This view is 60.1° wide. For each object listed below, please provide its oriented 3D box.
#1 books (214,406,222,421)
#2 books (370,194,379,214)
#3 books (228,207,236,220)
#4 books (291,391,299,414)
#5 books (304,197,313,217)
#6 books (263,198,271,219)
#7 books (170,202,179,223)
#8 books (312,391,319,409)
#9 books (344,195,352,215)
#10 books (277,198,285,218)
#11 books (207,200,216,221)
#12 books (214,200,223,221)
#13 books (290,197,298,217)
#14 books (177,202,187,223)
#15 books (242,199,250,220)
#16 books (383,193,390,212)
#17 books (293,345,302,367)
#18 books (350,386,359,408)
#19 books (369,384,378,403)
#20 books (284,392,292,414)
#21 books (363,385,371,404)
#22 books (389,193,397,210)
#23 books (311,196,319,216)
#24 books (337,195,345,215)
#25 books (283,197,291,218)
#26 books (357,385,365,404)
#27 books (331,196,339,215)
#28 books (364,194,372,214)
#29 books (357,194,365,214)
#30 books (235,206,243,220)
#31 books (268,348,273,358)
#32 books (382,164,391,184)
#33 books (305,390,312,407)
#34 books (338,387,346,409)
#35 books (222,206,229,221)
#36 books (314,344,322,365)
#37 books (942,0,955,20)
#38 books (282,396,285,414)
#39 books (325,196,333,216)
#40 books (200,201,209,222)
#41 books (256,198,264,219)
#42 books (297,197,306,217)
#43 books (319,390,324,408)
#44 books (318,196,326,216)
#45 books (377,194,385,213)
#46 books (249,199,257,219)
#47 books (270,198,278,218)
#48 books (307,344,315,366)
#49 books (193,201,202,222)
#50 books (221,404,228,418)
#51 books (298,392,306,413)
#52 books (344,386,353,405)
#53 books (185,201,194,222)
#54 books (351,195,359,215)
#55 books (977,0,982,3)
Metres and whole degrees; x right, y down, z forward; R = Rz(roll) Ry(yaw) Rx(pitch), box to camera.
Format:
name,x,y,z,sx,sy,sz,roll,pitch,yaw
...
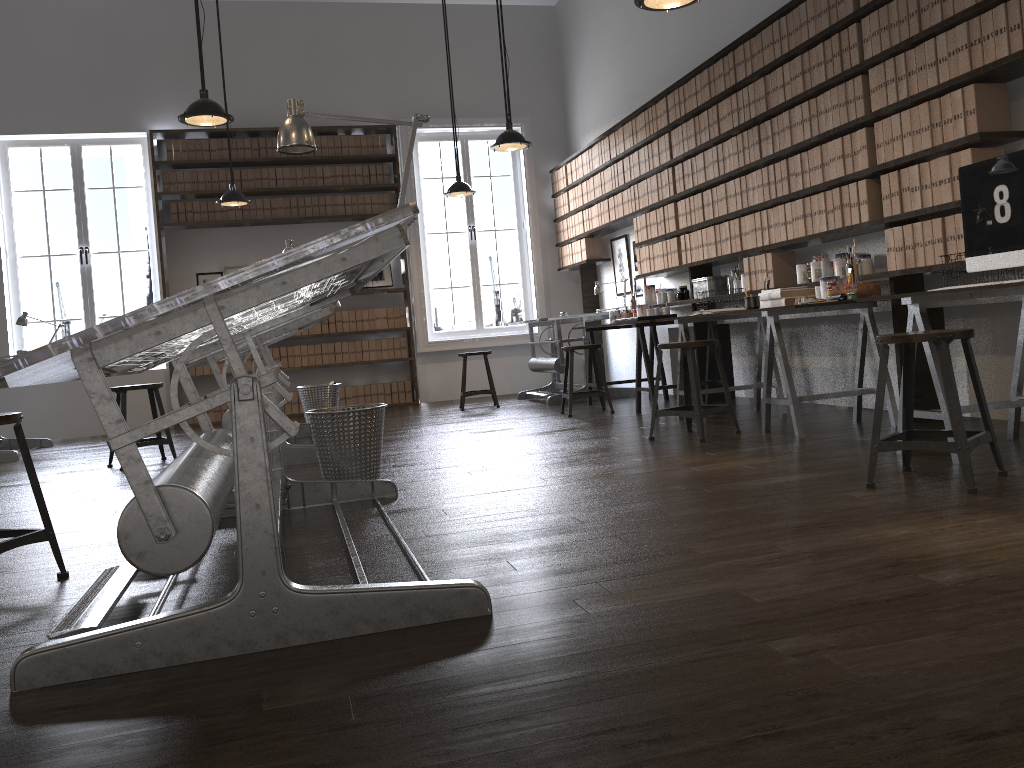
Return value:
name,x,y,z,sx,sy,sz,roll,pitch,yaw
books,-3.028,0.267,9.121,0.067,0.225,0.174,-5,1,-14
books,-1.488,-1.925,9.559,0.067,0.225,0.174,-5,1,-14
books,-2.907,-1.787,9.196,0.067,0.225,0.174,-5,1,-14
books,-2.284,0.194,9.311,0.067,0.225,0.174,-5,1,-14
books,-2.158,-1.860,9.388,0.067,0.225,0.174,-5,1,-14
books,-2.564,-1.820,9.281,0.067,0.225,0.174,-5,1,-14
books,-3.448,-1.734,9.060,0.067,0.225,0.174,-5,1,-14
books,-2.082,0.175,9.365,0.067,0.225,0.174,-5,1,-14
books,-1.761,-1.898,9.490,0.067,0.226,0.174,-5,1,-14
books,-2.434,-1.833,9.319,0.067,0.225,0.174,-5,1,-14
books,-3.098,-1.768,9.150,0.067,0.225,0.174,-5,1,-14
books,-3.032,-1.774,9.161,0.067,0.226,0.174,-5,1,-14
books,-2.299,-1.846,9.351,0.067,0.226,0.174,-5,1,-14
books,-3.375,-1.741,9.073,0.067,0.226,0.174,-5,1,-14
books,-2.770,-1.800,9.233,0.067,0.225,0.174,-5,1,-14
books,-1.364,-1.937,9.595,0.067,0.225,0.174,-5,1,-14
books,-2.259,-0.292,9.325,0.067,0.225,0.174,-5,1,-14
books,-1.685,0.136,9.468,0.067,0.225,0.174,-5,1,-14
books,-1.487,0.117,9.520,0.067,0.225,0.174,-5,1,-14
books,-2.353,0.201,9.290,0.067,0.225,0.174,-5,1,-14
books,-1.555,0.123,9.502,0.067,0.225,0.174,-5,1,-14
books,-1.297,-1.944,9.614,0.067,0.225,0.174,-5,1,-14
books,-2.091,-1.866,9.410,0.067,0.225,0.174,-5,1,-14
books,-1.831,-1.892,9.474,0.067,0.225,0.174,-5,1,-14
books,-2.372,-1.839,9.338,0.067,0.225,0.174,-5,1,-14
books,-1.619,0.130,9.480,0.067,0.226,0.174,-5,1,-14
books,-1.892,-1.886,9.459,0.067,0.225,0.174,-5,1,-14
books,-1.559,-1.918,9.544,0.067,0.225,0.174,-5,1,-14
books,-1.627,-1.912,9.530,0.067,0.225,0.174,-5,1,-14
books,-2.837,-1.794,9.212,0.067,0.226,0.174,-5,1,-14
books,-2.536,-0.265,9.256,0.067,0.225,0.174,-5,1,-14
books,-1.365,-2.250,9.602,0.067,0.225,0.174,-5,1,-14
books,-2.142,0.181,9.348,0.067,0.225,0.174,-5,1,-14
books,-1.814,0.149,9.431,0.067,0.226,0.174,-5,1,-14
books,-2.968,-1.781,9.182,0.067,0.225,0.174,-5,1,-14
books,-2.056,-0.312,9.383,0.067,0.225,0.174,-5,1,-14
books,2.053,-1.768,4.033,0.174,0.225,0.066,-5,0,-14
books,-2.423,0.208,9.272,0.067,0.226,0.174,-5,1,-14
books,-1.956,-1.879,9.438,0.067,0.226,0.174,-5,1,-14
books,-3.167,-1.762,9.132,0.067,0.225,0.174,-5,1,-14
books,-2.635,-1.813,9.266,0.067,0.225,0.174,-5,1,-14
books,-2.228,-1.853,9.375,0.067,0.225,0.174,-5,1,-14
books,-2.017,0.169,9.377,0.067,0.226,0.174,-5,1,-14
books,-2.022,-1.873,9.427,0.067,0.225,0.174,-5,1,-14
books,-1.424,-1.931,9.575,0.067,0.226,0.174,-5,1,-14
books,-2.703,-1.807,9.253,0.067,0.225,0.174,-5,1,-14
books,-2.494,-1.827,9.299,0.067,0.226,0.174,-5,1,-14
books,-2.124,-0.306,9.368,0.067,0.225,0.174,-5,1,-14
books,-3.234,-1.755,9.110,0.067,0.225,0.174,-5,1,-14
books,-2.962,0.261,9.133,0.067,0.226,0.174,-5,1,-14
books,-2.212,0.187,9.328,0.067,0.226,0.174,-5,1,-14
books,-1.745,0.142,9.450,0.067,0.225,0.174,-5,1,-14
books,-3.304,-1.748,9.097,0.067,0.225,0.174,-5,1,-14
books,-1.694,-1.905,9.511,0.067,0.225,0.174,-5,1,-14
books,2.102,-1.762,3.834,0.175,0.225,0.066,-5,0,-14
